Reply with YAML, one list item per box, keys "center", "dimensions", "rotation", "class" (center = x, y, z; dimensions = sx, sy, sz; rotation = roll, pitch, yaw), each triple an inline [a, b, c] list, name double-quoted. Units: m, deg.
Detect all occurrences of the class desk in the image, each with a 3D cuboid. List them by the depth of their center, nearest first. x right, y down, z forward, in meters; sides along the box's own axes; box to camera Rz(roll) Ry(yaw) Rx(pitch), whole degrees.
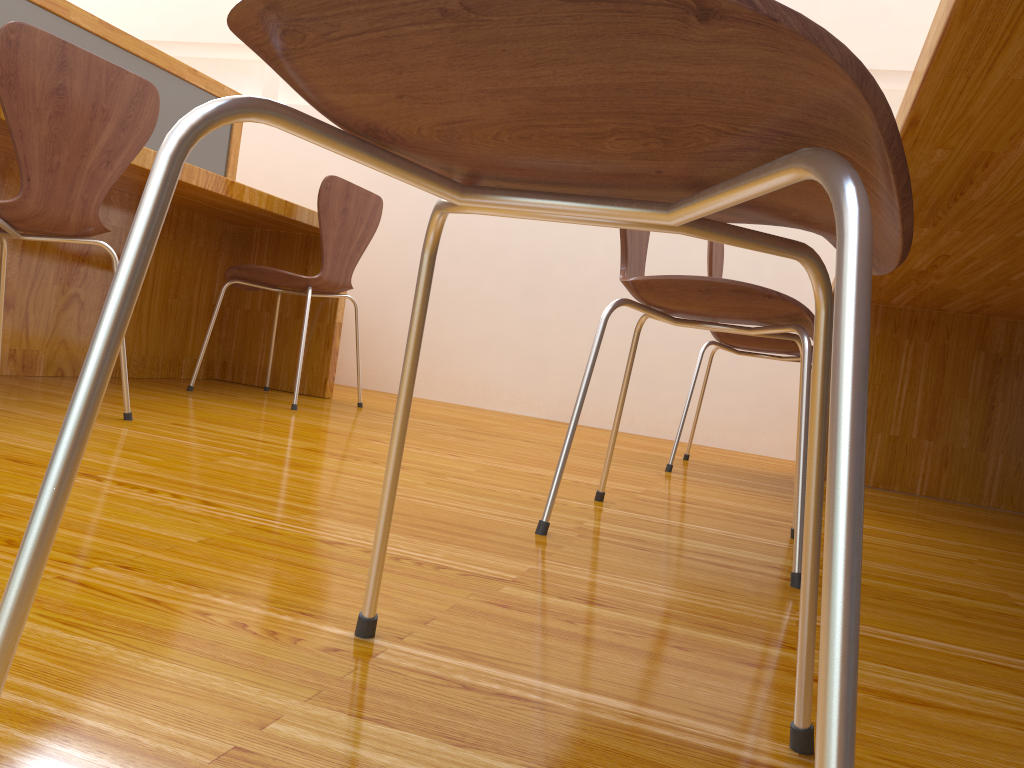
- center: [1.199, 0.178, 1.086]
  dimensions: [1.527, 0.785, 3.243]
  rotation: [9, 2, 17]
  class: "desk"
- center: [-1.627, -0.558, 1.741]
  dimensions: [1.248, 1.022, 3.216]
  rotation: [9, 2, 17]
  class: "desk"

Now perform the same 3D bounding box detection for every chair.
- center: [0.030, -0.098, 0.500]
  dimensions: [0.381, 0.693, 0.428]
  rotation: [9, 2, 17]
  class: "chair"
- center: [0.322, -0.092, 1.426]
  dimensions: [0.381, 0.693, 0.428]
  rotation: [9, 2, 17]
  class: "chair"
- center: [-0.983, -0.288, 1.699]
  dimensions: [0.381, 0.693, 0.428]
  rotation: [9, 2, 17]
  class: "chair"
- center: [0.694, -0.079, 2.482]
  dimensions: [0.381, 0.693, 0.428]
  rotation: [9, 2, 17]
  class: "chair"
- center: [-0.684, -0.287, 2.777]
  dimensions: [0.381, 0.693, 0.428]
  rotation: [9, 2, 17]
  class: "chair"
